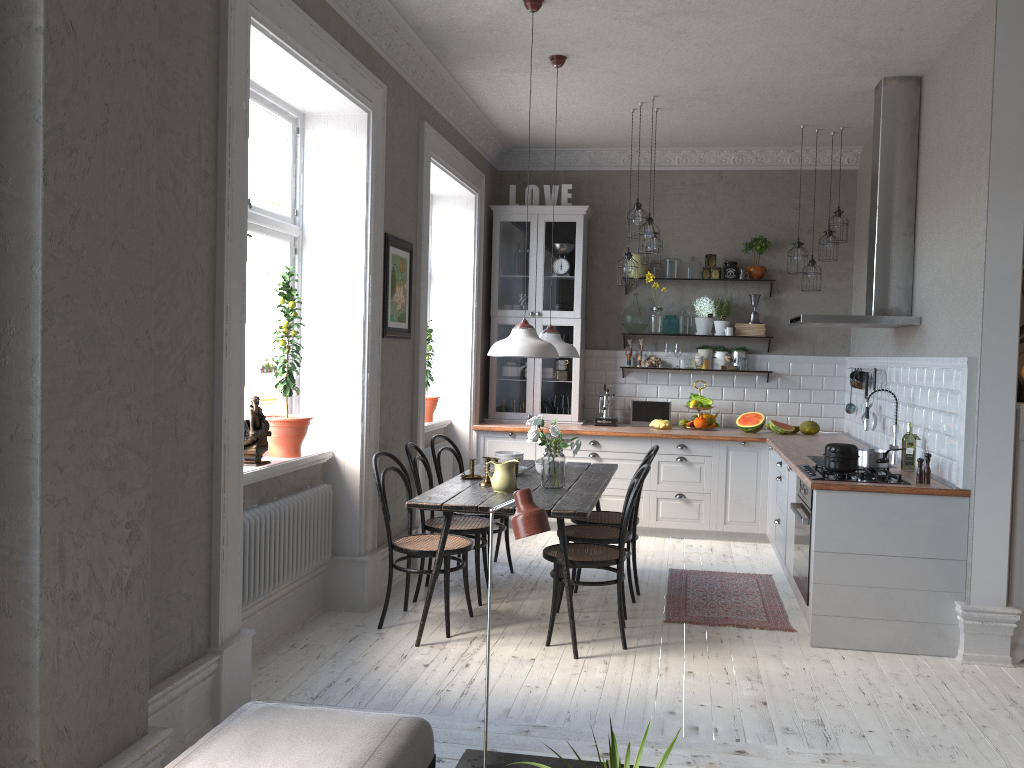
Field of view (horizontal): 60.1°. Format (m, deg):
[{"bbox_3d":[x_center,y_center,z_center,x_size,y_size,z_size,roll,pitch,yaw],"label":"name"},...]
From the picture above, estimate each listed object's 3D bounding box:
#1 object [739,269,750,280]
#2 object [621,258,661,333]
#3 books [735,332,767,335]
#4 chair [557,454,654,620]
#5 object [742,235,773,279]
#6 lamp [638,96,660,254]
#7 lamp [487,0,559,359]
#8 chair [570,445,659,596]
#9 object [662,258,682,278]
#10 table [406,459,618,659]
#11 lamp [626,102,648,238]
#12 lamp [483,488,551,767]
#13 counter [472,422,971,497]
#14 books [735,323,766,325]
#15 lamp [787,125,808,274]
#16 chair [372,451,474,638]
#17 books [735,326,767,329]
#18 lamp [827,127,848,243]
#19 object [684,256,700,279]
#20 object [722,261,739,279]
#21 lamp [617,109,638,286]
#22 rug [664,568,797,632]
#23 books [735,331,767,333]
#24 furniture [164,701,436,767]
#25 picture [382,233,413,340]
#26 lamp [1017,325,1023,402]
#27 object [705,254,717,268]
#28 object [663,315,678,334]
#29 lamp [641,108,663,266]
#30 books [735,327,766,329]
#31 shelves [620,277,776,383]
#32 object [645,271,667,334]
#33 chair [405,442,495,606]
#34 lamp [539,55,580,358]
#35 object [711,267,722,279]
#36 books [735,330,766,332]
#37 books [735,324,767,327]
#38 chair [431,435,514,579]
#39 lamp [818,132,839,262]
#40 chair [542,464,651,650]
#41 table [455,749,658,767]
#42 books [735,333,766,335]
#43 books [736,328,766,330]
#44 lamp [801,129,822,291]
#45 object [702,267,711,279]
[{"bbox_3d":[2.012,-0.947,7.680,0.093,0.096,0.075,2,2,10],"label":"object"},{"bbox_3d":[1.091,-0.787,7.837,0.339,0.674,0.333,1,2,-22],"label":"object"},{"bbox_3d":[2.094,-0.445,7.770,0.257,0.016,0.160,2,2,22],"label":"books"},{"bbox_3d":[0.534,0.852,5.152,0.543,0.920,0.443,2,2,17],"label":"chair"},{"bbox_3d":[2.145,-1.095,7.708,0.256,0.397,0.246,3,2,34],"label":"object"},{"bbox_3d":[0.988,-1.795,6.239,0.149,1.735,0.144,0,2,-33],"label":"lamp"},{"bbox_3d":[0.085,-1.066,4.623,0.387,1.858,0.371,0,3,-43],"label":"lamp"},{"bbox_3d":[0.645,0.838,5.627,0.546,0.920,0.440,2,2,7],"label":"chair"},{"bbox_3d":[1.415,-1.013,7.831,0.176,0.184,0.168,0,3,-41],"label":"object"},{"bbox_3d":[0.095,0.930,5.238,0.898,0.735,1.933,2,2,11],"label":"table"},{"bbox_3d":[0.928,-1.933,6.406,0.147,1.735,0.146,1,2,-3],"label":"lamp"},{"bbox_3d":[-0.025,0.685,2.326,0.141,0.839,0.246,0,3,-45],"label":"lamp"},{"bbox_3d":[1.067,0.441,6.324,3.140,0.039,3.413,2,2,10],"label":"counter"},{"bbox_3d":[2.096,-0.520,7.767,0.258,0.011,0.159,2,2,15],"label":"books"},{"bbox_3d":[2.252,-1.730,6.894,0.143,1.735,0.150,3,3,42],"label":"lamp"},{"bbox_3d":[-0.477,0.837,4.779,0.543,0.920,0.443,2,2,17],"label":"chair"},{"bbox_3d":[2.095,-0.499,7.768,0.257,0.016,0.160,2,2,22],"label":"books"},{"bbox_3d":[2.573,-1.979,6.908,0.148,1.735,0.145,1,2,-18],"label":"lamp"},{"bbox_3d":[1.609,-1.027,7.897,0.142,0.220,0.137,0,2,-31],"label":"object"},{"bbox_3d":[1.923,-0.992,7.793,0.141,0.174,0.143,2,2,10],"label":"object"},{"bbox_3d":[0.884,-1.601,6.585,0.149,1.735,0.144,1,2,-23],"label":"lamp"},{"bbox_3d":[1.318,1.312,5.486,0.731,0.014,1.298,2,2,11],"label":"rug"},{"bbox_3d":[2.094,-0.456,7.769,0.258,0.016,0.160,2,2,18],"label":"books"},{"bbox_3d":[-0.587,1.145,2.187,0.579,0.476,0.833,2,2,10],"label":"furniture"},{"bbox_3d":[-0.698,-0.588,5.469,0.020,0.619,0.525,2,2,11],"label":"picture"},{"bbox_3d":[2.766,-0.064,4.585,0.444,0.558,0.174,2,2,17],"label":"lamp"},{"bbox_3d":[1.740,-1.078,7.759,0.083,0.113,0.082,1,2,-10],"label":"object"},{"bbox_3d":[1.413,-0.526,7.896,0.125,0.172,0.127,2,2,13],"label":"object"},{"bbox_3d":[1.059,-1.754,6.549,0.147,1.735,0.146,1,2,-3],"label":"lamp"},{"bbox_3d":[2.095,-0.488,7.768,0.258,0.011,0.159,2,2,15],"label":"books"},{"bbox_3d":[1.630,-0.460,7.834,1.308,0.923,0.230,2,2,9],"label":"shelves"},{"bbox_3d":[1.252,-0.711,7.769,0.191,0.540,0.281,2,2,2],"label":"object"},{"bbox_3d":[-0.373,0.820,5.329,0.546,0.920,0.440,2,2,7],"label":"chair"},{"bbox_3d":[0.259,-1.093,5.506,0.375,1.858,0.384,2,2,17],"label":"lamp"},{"bbox_3d":[1.792,-0.964,7.763,0.081,0.113,0.084,2,2,20],"label":"object"},{"bbox_3d":[2.094,-0.466,7.769,0.258,0.011,0.159,2,2,15],"label":"books"},{"bbox_3d":[2.095,-0.510,7.767,0.258,0.016,0.160,2,2,18],"label":"books"},{"bbox_3d":[-0.261,0.806,5.807,0.541,0.920,0.444,2,2,22],"label":"chair"},{"bbox_3d":[2.562,-1.858,7.086,0.150,1.735,0.143,0,3,-38],"label":"lamp"},{"bbox_3d":[0.434,0.869,4.623,0.546,0.920,0.440,2,2,7],"label":"chair"},{"bbox_3d":[0.142,1.272,1.949,0.843,0.303,1.319,2,2,10],"label":"table"},{"bbox_3d":[2.093,-0.434,7.770,0.258,0.011,0.159,2,2,15],"label":"books"},{"bbox_3d":[2.095,-0.478,7.768,0.259,0.011,0.159,2,2,12],"label":"books"},{"bbox_3d":[2.401,-1.607,7.011,0.148,1.735,0.145,1,2,-18],"label":"lamp"},{"bbox_3d":[1.706,-0.967,7.781,0.082,0.113,0.083,2,2,10],"label":"object"}]
